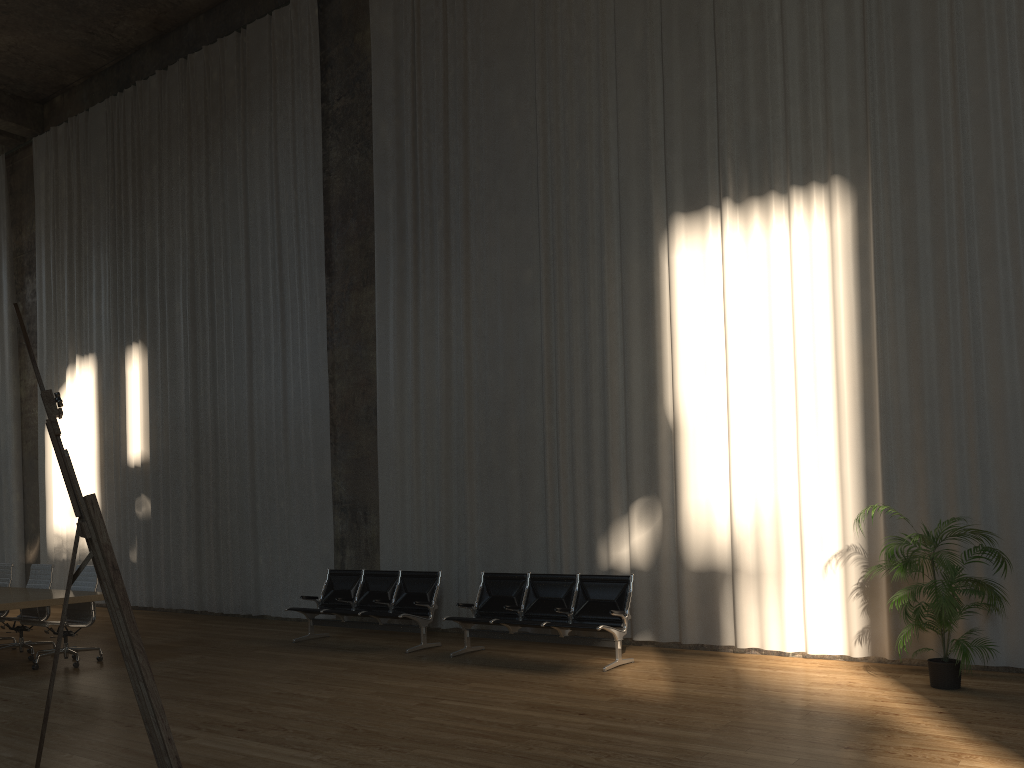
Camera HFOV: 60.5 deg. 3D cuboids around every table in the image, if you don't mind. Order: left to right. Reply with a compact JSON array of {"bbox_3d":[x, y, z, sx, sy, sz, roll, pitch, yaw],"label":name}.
[{"bbox_3d":[-7.584,2.815,10.428,7.739,0.755,1.609,-7,-9,35],"label":"table"}]

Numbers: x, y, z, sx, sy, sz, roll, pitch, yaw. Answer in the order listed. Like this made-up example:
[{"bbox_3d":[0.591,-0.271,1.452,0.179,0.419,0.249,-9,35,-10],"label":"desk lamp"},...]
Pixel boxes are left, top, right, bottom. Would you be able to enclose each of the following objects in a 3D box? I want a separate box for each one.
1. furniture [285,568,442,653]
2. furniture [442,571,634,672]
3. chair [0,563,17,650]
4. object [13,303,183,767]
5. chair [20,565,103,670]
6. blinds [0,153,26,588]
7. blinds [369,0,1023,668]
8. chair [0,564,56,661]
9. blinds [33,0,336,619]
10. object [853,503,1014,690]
[{"bbox_3d":[-1.714,2.557,10.042,1.878,0.838,0.710,-7,-6,35],"label":"furniture"},{"bbox_3d":[0.237,2.300,8.663,1.878,0.838,0.710,-7,-6,35],"label":"furniture"},{"bbox_3d":[-6.207,2.623,10.267,0.668,1.020,0.700,-4,-4,41],"label":"chair"},{"bbox_3d":[-1.245,0.842,2.718,0.684,2.136,0.704,-1,-2,-29],"label":"object"},{"bbox_3d":[-6.371,2.139,6.906,31.604,1.025,13.019,-7,-10,35],"label":"chair"},{"bbox_3d":[-12.782,0.234,19.140,7.855,8.609,0.275,-4,-2,34],"label":"blinds"},{"bbox_3d":[1.358,-1.626,9.144,7.858,8.608,0.275,-5,-2,36],"label":"blinds"},{"bbox_3d":[-5.456,2.524,9.738,0.668,1.020,0.700,-4,-4,39],"label":"chair"},{"bbox_3d":[-5.701,-0.698,14.134,7.858,8.608,0.275,-5,-2,36],"label":"blinds"},{"bbox_3d":[3.315,1.656,6.923,1.132,1.449,1.096,-3,-4,26],"label":"object"}]
